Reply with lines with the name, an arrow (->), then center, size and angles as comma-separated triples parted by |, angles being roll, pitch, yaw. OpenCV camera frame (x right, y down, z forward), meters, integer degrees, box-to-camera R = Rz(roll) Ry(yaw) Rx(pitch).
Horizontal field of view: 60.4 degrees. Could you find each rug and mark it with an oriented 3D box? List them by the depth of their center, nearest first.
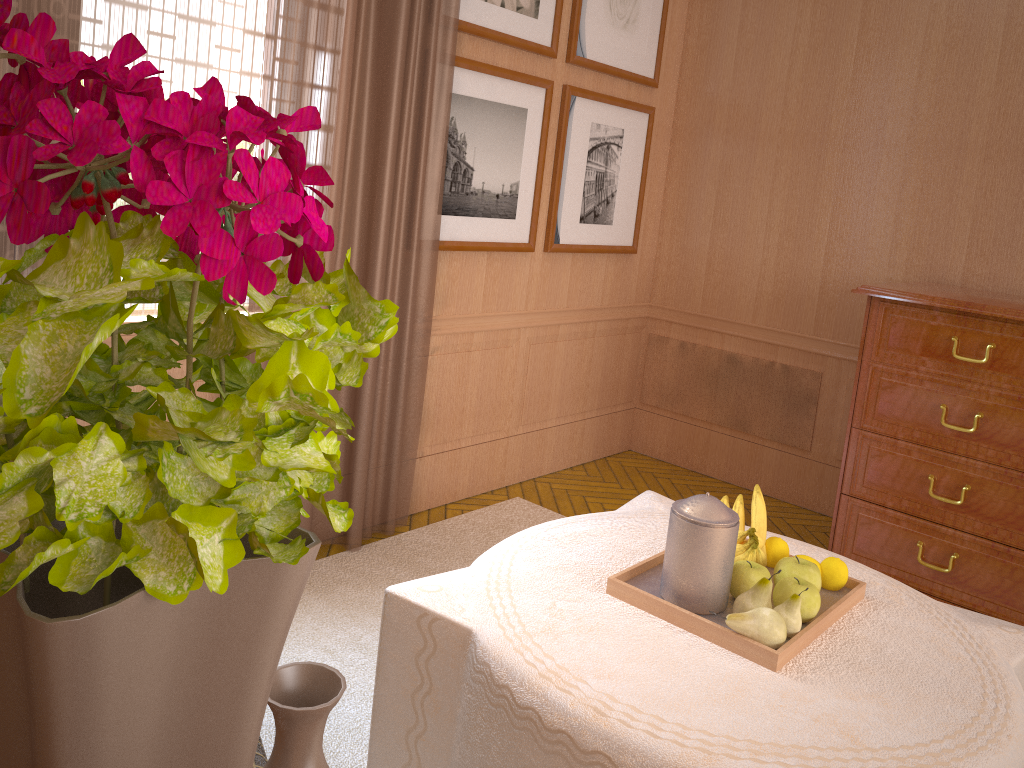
rug -> 1.109, 2.082, 1.715 | 8.069, 0.020, 6.024 | 17, 17, 38

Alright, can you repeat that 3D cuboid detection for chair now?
chair -> -1.415, 0.695, 2.115 | 1.716, 1.946, 1.948 | 2, 11, -25

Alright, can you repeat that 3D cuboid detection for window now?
window -> -1.930, -1.981, 4.396 | 0.857, 3.333, 2.442 | 12, 10, 39

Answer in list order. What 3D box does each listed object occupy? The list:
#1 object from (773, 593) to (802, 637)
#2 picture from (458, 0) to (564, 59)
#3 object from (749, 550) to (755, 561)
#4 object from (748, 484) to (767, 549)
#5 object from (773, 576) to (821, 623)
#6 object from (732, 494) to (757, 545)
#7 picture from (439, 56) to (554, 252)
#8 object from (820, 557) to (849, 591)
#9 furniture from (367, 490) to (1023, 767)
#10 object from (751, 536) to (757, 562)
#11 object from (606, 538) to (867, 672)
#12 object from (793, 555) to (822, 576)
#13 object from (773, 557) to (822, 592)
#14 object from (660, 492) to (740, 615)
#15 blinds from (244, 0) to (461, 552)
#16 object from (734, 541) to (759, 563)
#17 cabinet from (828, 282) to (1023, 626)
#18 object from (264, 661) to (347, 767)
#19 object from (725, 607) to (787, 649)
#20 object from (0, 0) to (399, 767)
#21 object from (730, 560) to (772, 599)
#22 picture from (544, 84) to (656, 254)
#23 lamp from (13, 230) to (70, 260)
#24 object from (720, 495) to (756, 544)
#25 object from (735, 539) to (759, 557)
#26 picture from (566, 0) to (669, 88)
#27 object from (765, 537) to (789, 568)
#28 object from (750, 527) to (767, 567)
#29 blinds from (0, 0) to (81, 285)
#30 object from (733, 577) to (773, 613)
object -> 0.909, 0.757, 2.907 | 0.097, 0.146, 0.100 | 4, 9, -15
picture -> -0.022, -2.891, 5.812 | 0.048, 1.232, 1.255 | 12, 11, 39
object -> 0.807, 0.616, 3.398 | 0.061, 0.179, 0.402 | 4, 12, -21
object -> 0.956, 0.531, 3.410 | 0.071, 0.166, 0.410 | 9, 12, 16
object -> 0.985, 0.749, 3.049 | 0.161, 0.133, 0.156 | 16, 14, 43
object -> 0.884, 0.568, 3.414 | 0.065, 0.169, 0.383 | 7, 12, 5
picture -> -0.179, -1.520, 5.965 | 0.048, 1.232, 1.255 | 12, 11, 39
object -> 1.214, 0.721, 3.336 | 0.114, 0.132, 0.109 | 6, 9, -4
furniture -> 0.731, 1.224, 3.211 | 1.976, 0.887, 1.961 | 15, 15, 36
object -> 0.901, 0.616, 3.415 | 0.062, 0.196, 0.392 | 7, 12, 4
object -> 0.835, 0.747, 3.222 | 0.648, 0.059, 0.804 | 17, 17, 38
object -> 1.121, 0.711, 3.358 | 0.135, 0.109, 0.111 | 16, 13, 42
object -> 1.037, 0.715, 3.203 | 0.169, 0.145, 0.176 | 6, 10, -4
object -> 0.661, 0.569, 3.086 | 0.235, 0.387, 0.238 | 7, 8, 6
blinds -> -0.862, -1.330, 5.007 | 0.270, 4.726, 1.450 | 11, 8, 38
object -> 0.756, 0.619, 3.358 | 0.071, 0.183, 0.399 | 1, 13, -36
cabinet -> 3.460, 0.585, 5.122 | 2.805, 1.916, 1.421 | 15, 12, 39
object -> -0.254, 0.513, 1.011 | 0.185, 0.353, 0.189 | 4, 8, -17
object -> 0.791, 0.790, 2.826 | 0.194, 0.126, 0.135 | 0, 12, -30
object -> -0.352, 0.175, 0.821 | 0.461, 1.074, 0.526 | 12, 9, 37
object -> 0.846, 0.711, 3.145 | 0.161, 0.133, 0.156 | 16, 14, 43
picture -> 0.729, -1.666, 7.037 | 0.048, 1.232, 1.255 | 12, 11, 39
lamp -> -1.505, 0.463, 2.958 | 0.630, 1.999, 0.571 | 7, 7, 1
object -> 0.845, 0.542, 3.437 | 0.091, 0.126, 0.416 | 6, 12, -2
object -> 0.774, 0.567, 3.363 | 0.103, 0.157, 0.383 | 2, 13, -27
picture -> 0.886, -3.038, 6.885 | 0.048, 1.232, 1.255 | 12, 11, 39
object -> 1.040, 0.671, 3.489 | 0.114, 0.132, 0.109 | 6, 9, -4
object -> 0.959, 0.610, 3.412 | 0.073, 0.170, 0.402 | 8, 12, 15
blinds -> -2.362, -1.083, 3.233 | 0.270, 4.736, 1.430 | 12, 9, 40
object -> 0.822, 0.743, 2.988 | 0.130, 0.194, 0.132 | 4, 9, -15
